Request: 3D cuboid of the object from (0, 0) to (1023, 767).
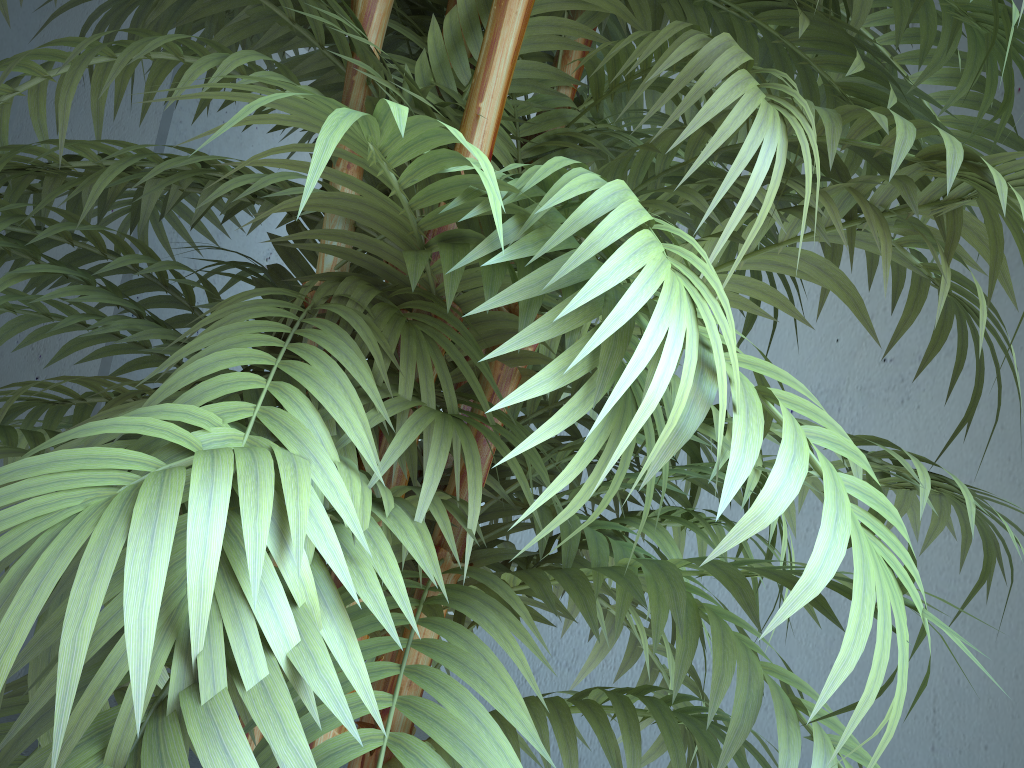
[{"bbox_3d":[-0.040,-0.131,0.667,1.020,2.034,0.980,13,-5,-18],"label":"object"}]
